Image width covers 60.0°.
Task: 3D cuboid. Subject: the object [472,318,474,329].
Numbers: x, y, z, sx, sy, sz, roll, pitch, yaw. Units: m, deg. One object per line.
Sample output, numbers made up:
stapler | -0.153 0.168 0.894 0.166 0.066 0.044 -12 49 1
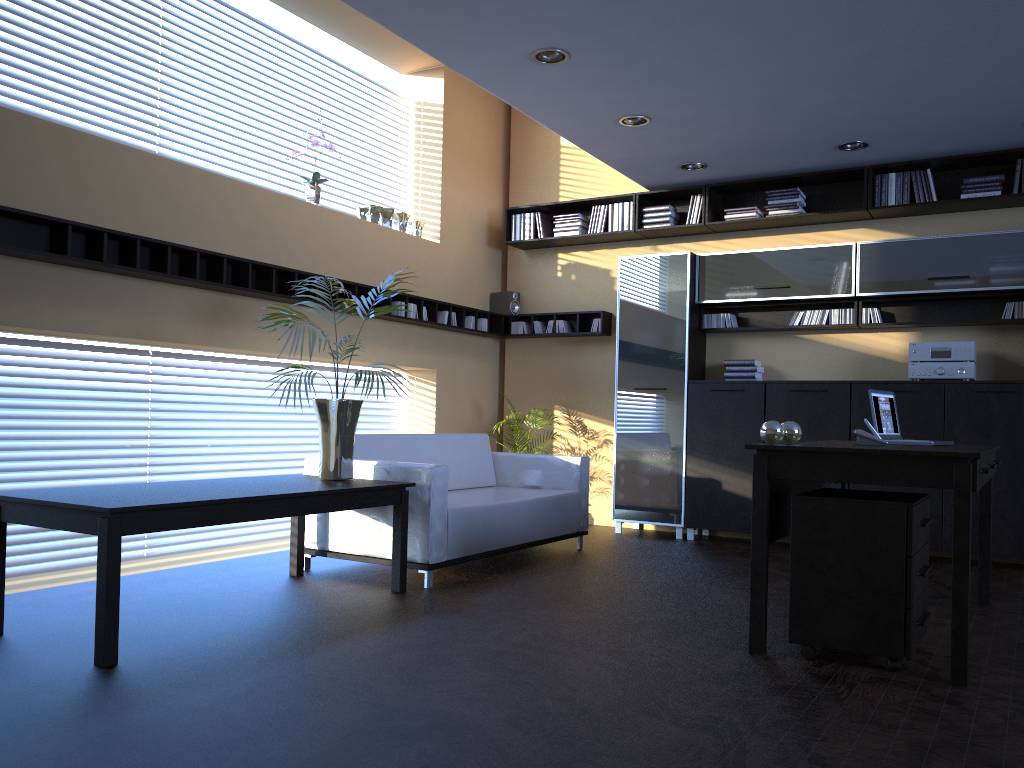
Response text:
object | -0.416 -0.563 8.192 0.142 0.120 0.030 1 -1 31

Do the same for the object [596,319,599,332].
object | 0.815 -0.534 8.157 0.030 0.120 0.142 1 -2 31

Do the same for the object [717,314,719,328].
object | 1.784 -0.532 7.580 0.009 0.120 0.142 1 -2 31

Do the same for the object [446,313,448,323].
object | -0.633 -0.582 7.842 0.140 0.117 0.026 1 -1 31

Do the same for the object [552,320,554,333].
object | 0.414 -0.535 8.396 0.030 0.124 0.142 1 -2 31

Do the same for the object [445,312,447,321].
object | -0.642 -0.583 7.823 0.140 0.117 0.026 1 -1 31

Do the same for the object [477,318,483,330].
object | -0.341 -0.556 8.318 0.142 0.118 0.040 1 -1 30

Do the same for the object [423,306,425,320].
object | -0.805 -0.598 7.541 0.142 0.120 0.030 1 -1 31

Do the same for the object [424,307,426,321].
object | -0.798 -0.597 7.561 0.140 0.117 0.026 1 -1 30

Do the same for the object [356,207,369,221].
object | -1.216 -1.368 7.204 0.090 0.113 0.094 2 -1 -24

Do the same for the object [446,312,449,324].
object | -0.629 -0.582 7.852 0.142 0.120 0.030 1 -1 31

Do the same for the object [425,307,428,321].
object | -0.789 -0.595 7.573 0.142 0.118 0.040 1 -1 31

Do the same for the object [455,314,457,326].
object | -0.562 -0.575 7.954 0.142 0.118 0.040 1 -1 31

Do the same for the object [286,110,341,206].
object | -1.486 -1.684 6.747 0.351 0.695 0.437 1 -1 10

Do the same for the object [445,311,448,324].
object | -0.636 -0.582 7.833 0.142 0.120 0.030 1 -1 31

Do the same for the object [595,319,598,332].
object | 0.806 -0.534 8.163 0.030 0.120 0.142 1 -2 31

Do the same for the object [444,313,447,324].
object | -0.643 -0.583 7.825 0.142 0.120 0.030 1 -1 31

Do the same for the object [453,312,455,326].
object | -0.576 -0.578 7.921 0.142 0.120 0.030 1 -1 30

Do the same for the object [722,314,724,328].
object | 1.817 -0.532 7.557 0.009 0.120 0.142 1 -2 31

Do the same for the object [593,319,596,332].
object | 0.788 -0.534 8.173 0.030 0.120 0.142 1 -2 31

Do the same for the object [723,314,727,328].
object | 1.828 -0.532 7.555 0.009 0.120 0.142 1 -2 31

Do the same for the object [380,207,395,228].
object | -1.059 -1.384 7.473 0.137 0.173 0.144 2 -1 -9

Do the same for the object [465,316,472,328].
object | -0.444 -0.564 8.155 0.142 0.118 0.040 1 -1 31

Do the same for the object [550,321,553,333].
object | 0.404 -0.535 8.401 0.030 0.120 0.142 1 -2 31

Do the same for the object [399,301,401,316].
object | -0.972 -0.613 7.259 0.142 0.120 0.009 1 -1 31

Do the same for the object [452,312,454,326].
object | -0.584 -0.578 7.914 0.142 0.120 0.030 1 -1 31

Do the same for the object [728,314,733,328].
object | 1.869 -0.531 7.523 0.030 0.120 0.142 1 -2 31

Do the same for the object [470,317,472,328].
object | -0.438 -0.565 8.169 0.142 0.120 0.030 1 -1 30

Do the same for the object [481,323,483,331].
object | -0.333 -0.556 8.342 0.142 0.120 0.009 1 -1 31

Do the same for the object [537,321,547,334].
object | 0.291 -0.534 8.469 0.040 0.118 0.142 1 -2 31

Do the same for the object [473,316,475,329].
object | -0.408 -0.563 8.211 0.142 0.120 0.009 1 -1 31

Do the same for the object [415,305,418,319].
object | -0.856 -0.601 7.462 0.142 0.118 0.040 0 -1 31

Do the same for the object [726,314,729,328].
object | 1.853 -0.531 7.537 0.030 0.120 0.142 1 -2 31

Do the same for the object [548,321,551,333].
object | 0.387 -0.535 8.412 0.030 0.120 0.142 1 -2 31

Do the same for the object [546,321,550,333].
object | 0.374 -0.534 8.420 0.040 0.118 0.142 1 -2 31

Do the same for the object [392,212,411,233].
object | -0.965 -1.376 7.625 0.137 0.173 0.144 1 -1 21

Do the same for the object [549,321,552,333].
object | 0.396 -0.535 8.407 0.030 0.120 0.142 1 -2 31

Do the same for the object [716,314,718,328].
object | 1.776 -0.532 7.586 0.009 0.120 0.142 1 -2 31

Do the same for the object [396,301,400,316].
object | -0.978 -0.614 7.251 0.142 0.120 0.009 1 -1 31

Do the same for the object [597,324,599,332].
object | 0.815 -0.534 8.157 0.030 0.124 0.142 1 -2 31

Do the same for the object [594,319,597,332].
object | 0.797 -0.534 8.168 0.030 0.120 0.142 1 -2 31

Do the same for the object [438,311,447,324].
object | -0.647 -0.583 7.809 0.142 0.118 0.040 1 -1 30

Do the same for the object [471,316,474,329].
object | -0.423 -0.564 8.184 0.142 0.120 0.030 1 -1 31

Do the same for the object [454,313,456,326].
object | -0.569 -0.577 7.941 0.142 0.120 0.030 1 -1 30

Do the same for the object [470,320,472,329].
object | -0.430 -0.564 8.176 0.142 0.120 0.030 1 -1 30

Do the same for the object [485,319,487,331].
object | -0.300 -0.553 8.381 0.142 0.120 0.009 1 -1 30

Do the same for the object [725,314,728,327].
object | 1.844 -0.531 7.541 0.026 0.117 0.140 1 -2 31

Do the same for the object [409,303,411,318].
object | -0.901 -0.607 7.377 0.142 0.120 0.009 1 -1 31

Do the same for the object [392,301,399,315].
object | -0.992 -0.613 7.231 0.142 0.118 0.040 1 -1 30

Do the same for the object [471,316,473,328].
object | -0.427 -0.564 8.174 0.140 0.117 0.026 1 -1 31

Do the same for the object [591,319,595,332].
object | 0.775 -0.533 8.181 0.040 0.118 0.142 1 -2 31

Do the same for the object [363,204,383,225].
object | -1.148 -1.386 7.317 0.133 0.159 0.126 2 -2 -39

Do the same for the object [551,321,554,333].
object | 0.413 -0.535 8.396 0.030 0.120 0.142 1 -2 31

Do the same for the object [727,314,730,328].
object | 1.864 -0.531 7.535 0.030 0.120 0.142 1 -2 31

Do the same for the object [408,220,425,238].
object | -0.849 -1.353 7.821 0.117 0.149 0.124 1 -1 31
